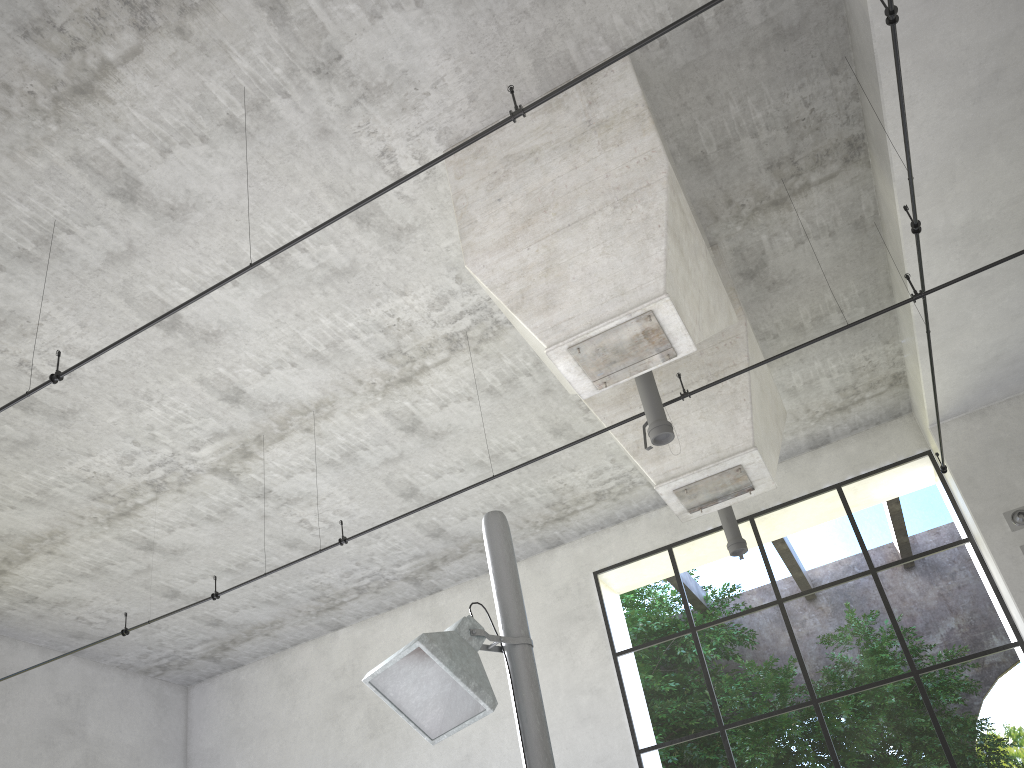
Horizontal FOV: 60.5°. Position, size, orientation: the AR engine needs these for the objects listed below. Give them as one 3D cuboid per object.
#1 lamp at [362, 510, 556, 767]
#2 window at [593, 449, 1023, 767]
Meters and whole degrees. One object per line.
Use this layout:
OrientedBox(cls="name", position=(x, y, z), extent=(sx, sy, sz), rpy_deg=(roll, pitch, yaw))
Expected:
OrientedBox(cls="lamp", position=(0.141, 1.107, 1.220), extent=(0.607, 2.025, 0.605), rpy_deg=(15, -41, -37))
OrientedBox(cls="window", position=(4.742, 5.337, 13.092), extent=(6.060, 7.387, 0.070), rpy_deg=(-24, -33, 19))
